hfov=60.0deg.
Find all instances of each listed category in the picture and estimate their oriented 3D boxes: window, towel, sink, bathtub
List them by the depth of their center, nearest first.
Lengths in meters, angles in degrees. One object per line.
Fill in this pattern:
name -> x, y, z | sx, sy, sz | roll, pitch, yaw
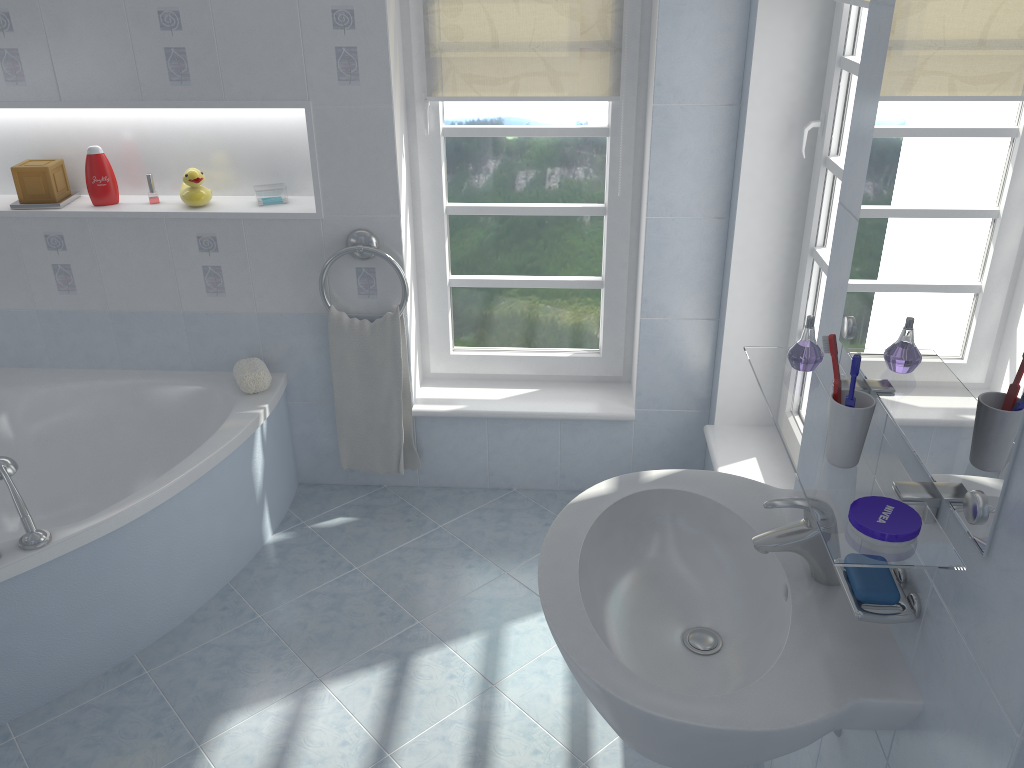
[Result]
sink -> 0.309, 0.394, 1.473 | 0.533, 0.489, 0.634 | 1, 26, 4
window -> 0.834, -0.571, 2.008 | 0.142, 2.067, 0.963 | 1, 26, 4
bathtub -> -1.606, 0.408, 2.460 | 1.596, 0.670, 1.578 | 1, 26, 3
window -> 0.041, -0.937, 2.763 | 0.758, 2.067, 0.142 | 1, 26, 4
towel -> -0.465, 0.028, 2.994 | 0.280, 0.635, 0.083 | 1, 26, 4

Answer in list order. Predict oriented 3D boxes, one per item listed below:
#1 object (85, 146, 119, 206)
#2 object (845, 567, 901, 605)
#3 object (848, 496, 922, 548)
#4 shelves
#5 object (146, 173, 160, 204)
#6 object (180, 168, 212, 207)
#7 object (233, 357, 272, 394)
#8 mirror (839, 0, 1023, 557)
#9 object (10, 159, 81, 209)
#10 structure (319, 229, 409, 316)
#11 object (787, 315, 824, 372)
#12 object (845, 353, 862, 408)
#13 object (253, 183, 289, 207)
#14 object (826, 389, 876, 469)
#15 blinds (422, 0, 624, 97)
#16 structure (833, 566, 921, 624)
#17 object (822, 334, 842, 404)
object -> -1.323, -0.668, 2.848 | 0.092, 0.190, 0.044 | -11, 28, -19
object -> 0.502, 0.273, 1.238 | 0.060, 0.027, 0.090 | 2, 27, 6
object -> 0.456, 0.168, 1.086 | 0.083, 0.020, 0.083 | 4, 27, 10
shelves -> 0.479, 0.088, 1.310 | 0.170, 0.045, 0.620 | 1, 26, 4
object -> -1.169, -0.635, 2.880 | 0.030, 0.096, 0.030 | -12, 29, -22
object -> -1.021, -0.635, 2.848 | 0.095, 0.122, 0.132 | -16, 30, -28
object -> -0.859, -0.029, 2.933 | 0.105, 0.077, 0.165 | -12, 29, -22
mirror -> 0.554, -0.244, 1.141 | 0.012, 0.680, 0.620 | 1, 26, 4
object -> -1.531, -0.655, 2.889 | 0.160, 0.130, 0.160 | -1, 26, -1
structure -> -0.474, -0.327, 2.842 | 0.291, 0.332, 0.051 | 1, 26, 4
object -> 0.493, -0.069, 1.480 | 0.059, 0.094, 0.059 | -12, 29, -22
object -> 0.448, 0.033, 1.176 | 0.012, 0.175, 0.054 | 13, 30, 26
object -> -0.782, -0.614, 2.877 | 0.102, 0.053, 0.072 | -10, 28, -19
object -> 0.456, 0.064, 1.207 | 0.058, 0.100, 0.058 | 4, 27, 10
blinds -> 0.027, -1.331, 2.504 | 0.598, 1.032, 0.046 | 1, 26, 4
structure -> 0.511, 0.290, 1.245 | 0.092, 0.034, 0.124 | 1, 26, 4
object -> 0.434, 0.017, 1.206 | 0.050, 0.178, 0.012 | 22, 34, 38
